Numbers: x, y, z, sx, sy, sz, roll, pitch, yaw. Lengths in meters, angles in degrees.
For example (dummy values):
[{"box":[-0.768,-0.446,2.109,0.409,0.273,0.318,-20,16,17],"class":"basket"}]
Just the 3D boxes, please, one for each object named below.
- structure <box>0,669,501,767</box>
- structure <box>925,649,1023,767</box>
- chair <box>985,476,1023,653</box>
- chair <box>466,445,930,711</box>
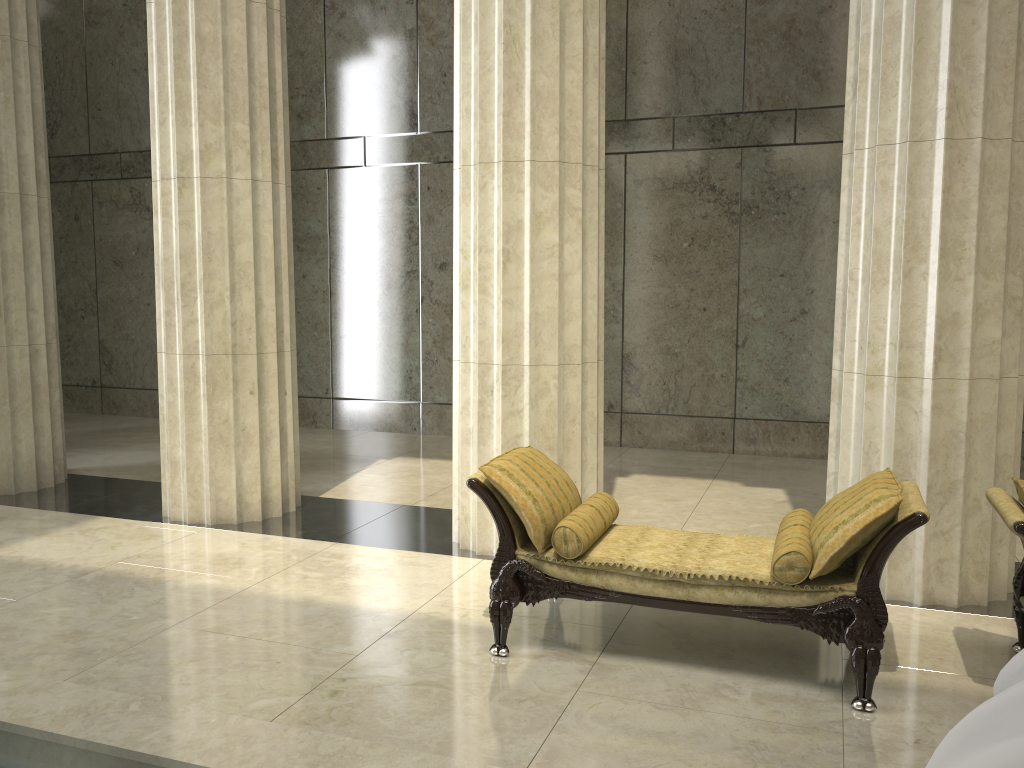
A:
[{"box":[0.533,1.686,0.618,11.573,0.508,3.754,2,6,20],"class":"structure"},{"box":[0.520,0.237,0.499,0.729,3.044,0.940,2,6,14],"class":"structure"},{"box":[3.214,0.960,3.693,2.172,0.950,0.993,2,6,20],"class":"chair"},{"box":[0.894,0.868,4.529,2.172,0.950,0.993,2,6,20],"class":"chair"}]
